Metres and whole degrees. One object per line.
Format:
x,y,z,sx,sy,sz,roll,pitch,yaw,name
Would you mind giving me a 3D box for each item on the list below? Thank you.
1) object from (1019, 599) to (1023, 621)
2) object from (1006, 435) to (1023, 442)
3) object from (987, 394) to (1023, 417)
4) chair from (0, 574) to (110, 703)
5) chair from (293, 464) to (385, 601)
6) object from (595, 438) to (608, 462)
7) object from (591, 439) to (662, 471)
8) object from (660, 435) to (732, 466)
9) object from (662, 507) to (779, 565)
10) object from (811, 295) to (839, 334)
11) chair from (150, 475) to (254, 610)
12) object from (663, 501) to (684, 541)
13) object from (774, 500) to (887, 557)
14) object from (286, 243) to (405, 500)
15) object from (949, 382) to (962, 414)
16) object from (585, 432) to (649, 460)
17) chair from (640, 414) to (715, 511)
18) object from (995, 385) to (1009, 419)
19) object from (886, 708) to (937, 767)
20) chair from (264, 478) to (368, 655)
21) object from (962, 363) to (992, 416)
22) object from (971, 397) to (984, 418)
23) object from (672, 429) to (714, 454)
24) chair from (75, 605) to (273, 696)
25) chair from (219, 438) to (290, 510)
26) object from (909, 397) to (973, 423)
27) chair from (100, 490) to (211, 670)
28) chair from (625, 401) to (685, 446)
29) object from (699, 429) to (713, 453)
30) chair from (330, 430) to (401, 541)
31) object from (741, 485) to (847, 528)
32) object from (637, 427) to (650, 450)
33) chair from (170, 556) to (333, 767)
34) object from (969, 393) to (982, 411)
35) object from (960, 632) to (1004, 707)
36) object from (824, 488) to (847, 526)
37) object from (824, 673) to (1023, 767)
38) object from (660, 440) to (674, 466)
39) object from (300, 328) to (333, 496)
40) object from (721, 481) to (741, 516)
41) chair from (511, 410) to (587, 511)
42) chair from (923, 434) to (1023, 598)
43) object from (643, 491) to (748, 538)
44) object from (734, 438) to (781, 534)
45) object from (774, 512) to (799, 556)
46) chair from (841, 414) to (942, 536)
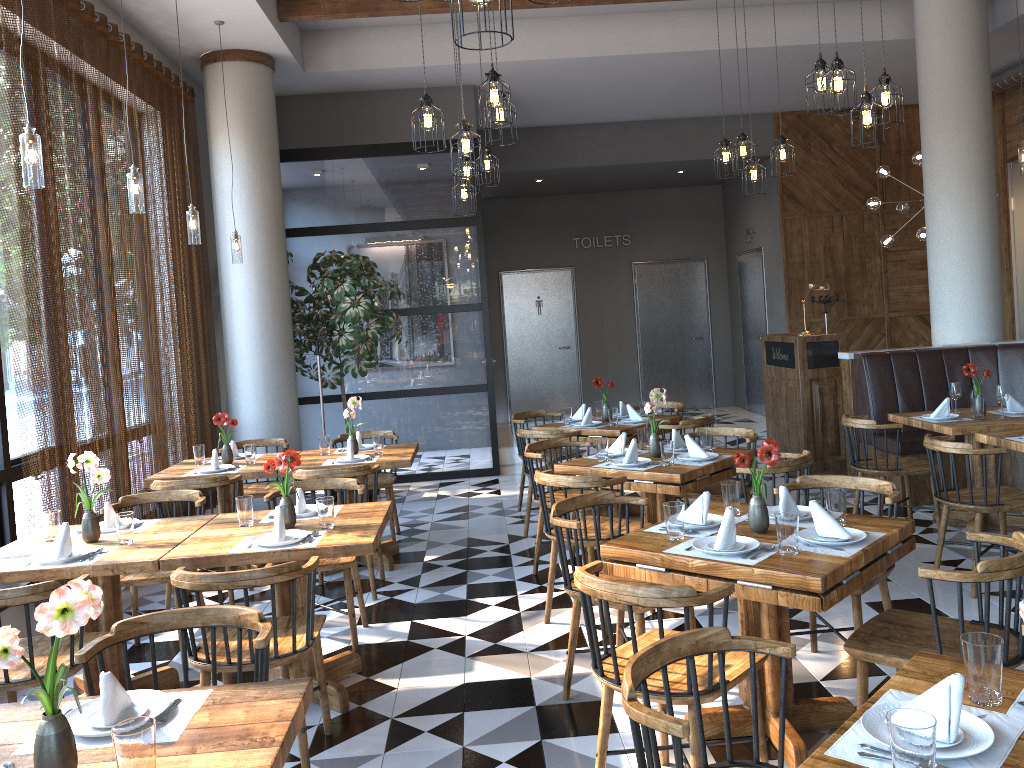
0.982,0.483,1.494,0.206,0.399,0.146,-3,2,17,object
2.917,0.240,4.846,0.272,0.137,0.352,-4,4,-2,object
3.393,0.127,5.956,0.272,0.137,0.352,-4,4,-2,object
-1.796,1.099,3.298,0.519,0.816,0.550,-4,2,-2,chair
-1.051,0.890,5.487,0.519,0.816,0.550,-4,2,-2,chair
0.525,0.383,5.161,0.080,0.132,0.080,-3,2,13,object
0.661,0.384,4.981,0.351,0.137,0.272,0,5,43,object
1.039,0.357,5.001,0.272,0.137,0.353,-1,5,43,object
0.747,0.513,3.121,0.351,0.137,0.272,0,5,43,object
4.030,-0.300,11.282,0.374,1.656,0.375,-3,2,20,object
-1.892,0.950,5.451,0.519,0.816,0.550,-4,2,-2,chair
0.607,0.512,3.304,0.080,0.132,0.080,-4,2,3,object
1.124,0.486,3.140,0.272,0.137,0.353,-1,5,43,object
-1.866,-0.160,8.459,1.636,2.589,1.380,-5,2,-18,object
3.066,0.097,6.125,0.081,0.215,0.081,-4,2,-11,object
0.638,0.358,5.359,0.272,0.137,0.353,-1,5,43,object
1.254,0.649,6.636,0.549,0.816,0.520,-2,3,43,chair
3.191,0.115,5.772,0.081,0.215,0.081,-3,2,29,object
0.686,0.636,1.515,0.080,0.132,0.080,-5,3,-27,object
-1.013,0.949,4.638,0.519,0.816,0.550,-4,2,-2,chair
3.122,0.035,5.961,0.156,0.354,0.171,-4,2,-9,object
3.076,0.159,5.849,0.080,0.132,0.080,-5,2,-17,object
1.016,0.331,5.378,0.351,0.137,0.272,0,5,43,object
-0.915,1.101,2.439,0.519,0.816,0.550,-4,2,-2,chair
-1.949,0.859,6.755,0.519,0.816,0.550,-4,2,-2,chair
2.869,0.163,5.943,0.272,0.137,0.352,-4,4,-2,object
-1.854,1.009,4.602,0.519,0.816,0.550,-4,2,-2,chair
1.204,0.585,7.568,0.519,0.816,0.551,-2,3,43,chair
1.142,0.338,5.200,0.080,0.132,0.080,-3,2,13,object
-1.108,0.799,6.791,0.519,0.816,0.550,-4,2,-2,chair
1.101,0.460,3.517,0.351,0.137,0.272,0,5,43,object
0.816,0.340,5.482,0.080,0.132,0.080,-3,2,13,object
-0.955,1.039,3.334,0.519,0.816,0.550,-4,2,-2,chair
3.191,0.133,6.089,0.080,0.132,0.080,-4,2,-2,object
0.977,0.593,1.836,0.080,0.132,0.080,-6,3,-37,object
1.224,0.467,3.343,0.080,0.132,0.080,-4,2,3,object
0.989,0.600,1.687,0.577,0.137,0.583,0,5,42,object
0.855,0.382,4.867,0.080,0.132,0.080,-3,2,13,object
-1.639,0.348,7.702,0.374,1.656,0.375,-3,2,20,object
0.898,0.469,3.626,0.080,0.132,0.080,-4,2,3,object
0.306,0.651,7.508,0.549,0.816,0.520,-2,3,43,chair
2.579,0.688,4.842,0.550,0.816,0.520,-4,2,-2,chair
0.724,0.487,3.498,0.272,0.137,0.353,-1,5,43,object
0.931,0.380,3.281,0.156,0.354,0.171,-6,3,-37,object
0.937,0.511,3.011,0.080,0.132,0.080,-3,2,13,object
2.531,0.612,5.942,0.550,0.816,0.520,-4,2,-2,chair
